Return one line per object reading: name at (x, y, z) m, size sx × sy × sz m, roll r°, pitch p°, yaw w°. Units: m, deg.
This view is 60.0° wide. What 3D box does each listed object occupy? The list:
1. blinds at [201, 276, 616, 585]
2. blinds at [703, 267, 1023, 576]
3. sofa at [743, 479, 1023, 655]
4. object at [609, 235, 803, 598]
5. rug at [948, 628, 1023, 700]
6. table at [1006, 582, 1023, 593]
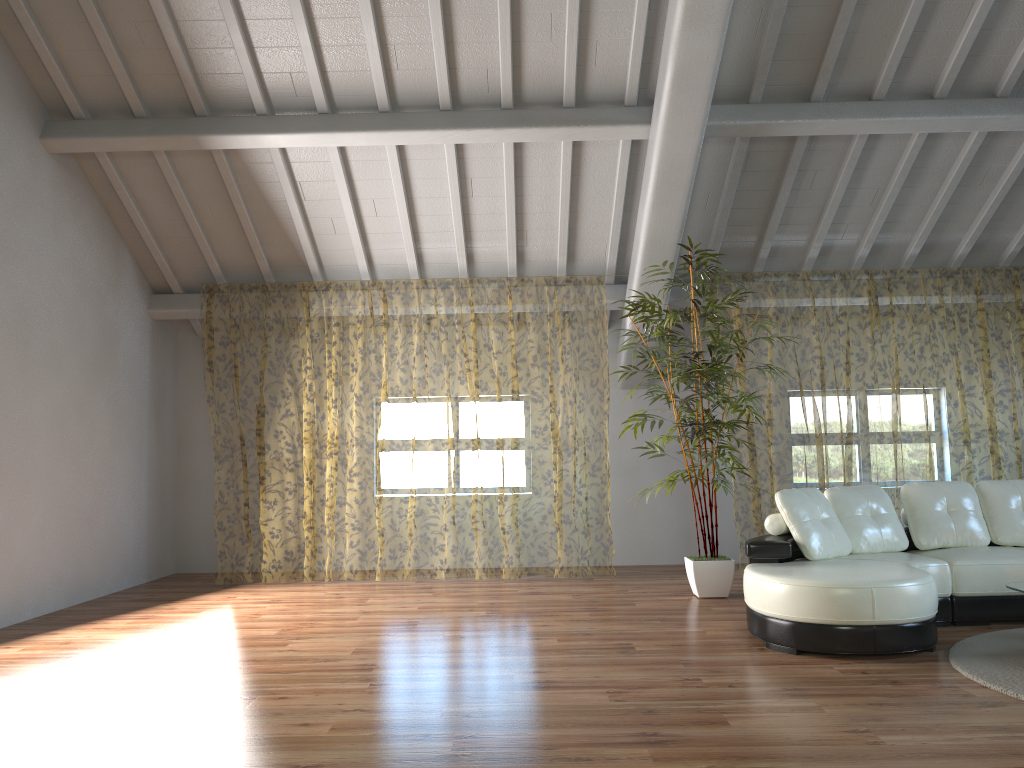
blinds at (-0.904, 0.376, 7.518) m, size 3.505 × 2.546 × 0.306 m, roll -1°, pitch -5°, yaw 1°
blinds at (3.402, 0.288, 7.467) m, size 3.505 × 2.546 × 0.306 m, roll -1°, pitch -5°, yaw 1°
sofa at (2.646, 0.989, 5.255) m, size 3.047 × 0.805 × 1.359 m, roll 1°, pitch -5°, yaw -20°
object at (1.364, 0.260, 6.315) m, size 1.399 × 2.473 × 1.177 m, roll -4°, pitch -6°, yaw 26°
rug at (3.135, 1.240, 3.764) m, size 2.313 × 0.020 × 2.307 m, roll 2°, pitch -6°, yaw -29°
table at (3.055, 1.105, 3.961) m, size 1.201 × 0.290 × 1.201 m, roll -1°, pitch -5°, yaw 4°
